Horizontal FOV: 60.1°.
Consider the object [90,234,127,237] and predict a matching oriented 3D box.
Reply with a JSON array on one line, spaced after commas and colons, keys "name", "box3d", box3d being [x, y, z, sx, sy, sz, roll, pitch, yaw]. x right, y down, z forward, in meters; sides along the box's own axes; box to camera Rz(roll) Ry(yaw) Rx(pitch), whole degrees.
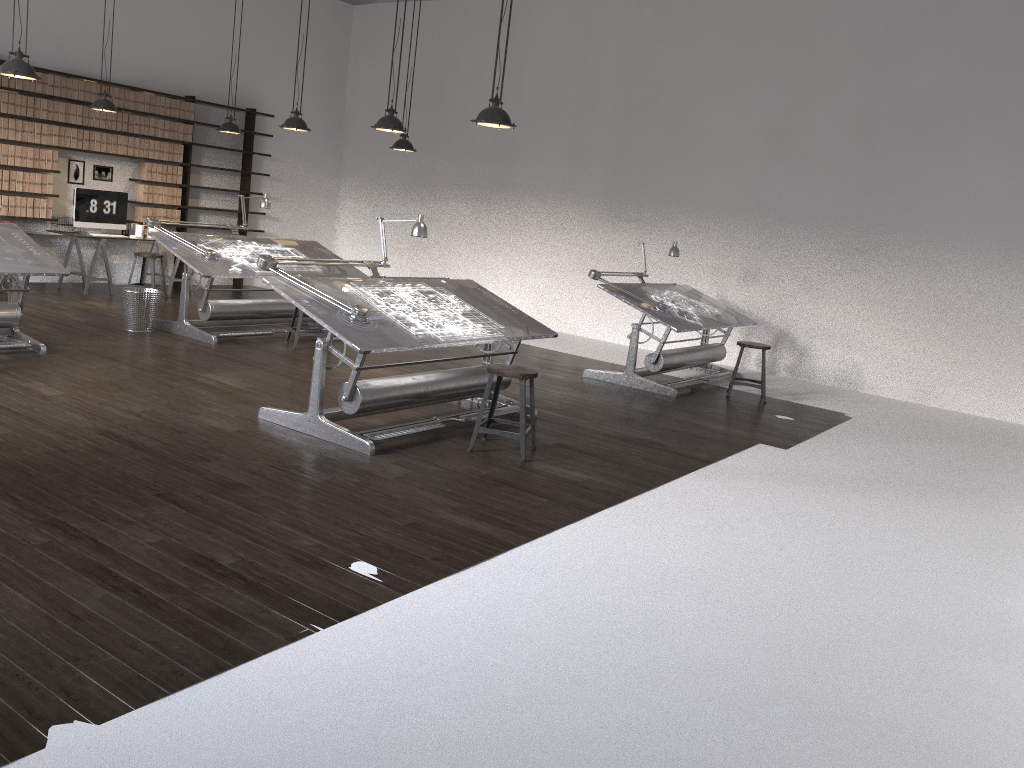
[{"name": "object", "box3d": [-4.679, -1.722, 10.289, 0.119, 0.017, 0.440, 13, 12, 28]}]

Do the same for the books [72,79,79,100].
[{"name": "books", "box3d": [-5.046, -3.372, 10.144, 0.175, 0.224, 0.067, 13, 10, 34]}]

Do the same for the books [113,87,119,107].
[{"name": "books", "box3d": [-4.765, -3.416, 10.549, 0.175, 0.224, 0.067, 13, 10, 33]}]

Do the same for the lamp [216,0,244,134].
[{"name": "lamp", "box3d": [-3.169, -4.043, 10.205, 0.310, 2.237, 0.315, 2, 9, -31]}]

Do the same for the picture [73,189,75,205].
[{"name": "picture", "box3d": [-5.153, -2.240, 10.651, 0.023, 0.182, 0.252, 12, 11, 33]}]

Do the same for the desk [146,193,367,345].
[{"name": "desk", "box3d": [-2.516, -1.210, 8.823, 1.082, 1.376, 2.074, 13, 11, 33]}]

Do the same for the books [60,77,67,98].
[{"name": "books", "box3d": [-5.127, -3.360, 10.030, 0.175, 0.224, 0.067, 13, 10, 33]}]

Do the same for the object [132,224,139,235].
[{"name": "object", "box3d": [-4.601, -1.884, 10.858, 0.097, 0.142, 0.096, 0, 11, -39]}]

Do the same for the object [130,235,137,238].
[{"name": "object", "box3d": [-4.513, -1.760, 10.551, 0.107, 0.028, 0.059, 13, 12, 30]}]

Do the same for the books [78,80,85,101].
[{"name": "books", "box3d": [-5.002, -3.378, 10.201, 0.175, 0.224, 0.067, 13, 10, 34]}]

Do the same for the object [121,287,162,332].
[{"name": "object", "box3d": [-3.422, -0.680, 8.162, 0.353, 0.375, 0.356, 1, 11, -34]}]

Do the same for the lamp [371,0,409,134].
[{"name": "lamp", "box3d": [-0.880, -3.184, 7.158, 0.310, 2.250, 0.315, 2, 9, -31]}]

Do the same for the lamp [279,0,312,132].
[{"name": "lamp", "box3d": [-1.959, -3.554, 8.390, 0.310, 2.237, 0.315, 2, 9, -31]}]

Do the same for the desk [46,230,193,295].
[{"name": "desk", "box3d": [-4.630, -1.445, 10.682, 0.659, 0.664, 1.673, 13, 12, 33]}]

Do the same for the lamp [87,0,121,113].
[{"name": "lamp", "box3d": [-4.052, -3.905, 8.928, 0.310, 2.237, 0.315, 2, 9, -31]}]

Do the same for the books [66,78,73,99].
[{"name": "books", "box3d": [-5.089, -3.367, 10.089, 0.175, 0.224, 0.067, 13, 10, 33]}]

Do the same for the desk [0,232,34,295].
[{"name": "desk", "box3d": [-5.846, -1.255, 8.922, 0.659, 0.664, 1.673, 13, 12, 33]}]

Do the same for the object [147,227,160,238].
[{"name": "object", "box3d": [-4.409, -1.889, 10.899, 0.145, 0.195, 0.145, 8, 9, 6]}]

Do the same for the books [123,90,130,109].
[{"name": "books", "box3d": [-4.688, -3.430, 10.668, 0.175, 0.224, 0.067, 13, 10, 34]}]

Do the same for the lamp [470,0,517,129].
[{"name": "lamp", "box3d": [0.009, -2.808, 5.701, 0.313, 2.237, 0.312, 9, 8, 13]}]

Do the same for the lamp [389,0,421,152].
[{"name": "lamp", "box3d": [-1.077, -3.692, 9.668, 0.313, 2.237, 0.312, 9, 8, 13]}]

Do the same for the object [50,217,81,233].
[{"name": "object", "box3d": [-5.121, -1.827, 10.170, 0.204, 0.159, 0.285, 11, 11, 25]}]

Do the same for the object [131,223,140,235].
[{"name": "object", "box3d": [-4.656, -1.907, 10.943, 0.094, 0.143, 0.095, 0, 11, -39]}]

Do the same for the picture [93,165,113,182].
[{"name": "picture", "box3d": [-4.987, -2.567, 10.794, 0.023, 0.182, 0.252, 12, 11, 33]}]

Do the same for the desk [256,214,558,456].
[{"name": "desk", "box3d": [-0.665, -0.449, 5.982, 1.082, 1.376, 2.074, 13, 11, 33]}]

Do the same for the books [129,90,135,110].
[{"name": "books", "box3d": [-4.644, -3.434, 10.720, 0.175, 0.224, 0.067, 13, 10, 33]}]

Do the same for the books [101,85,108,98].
[{"name": "books", "box3d": [-4.847, -3.403, 10.428, 0.175, 0.224, 0.067, 13, 10, 34]}]

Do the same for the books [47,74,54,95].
[{"name": "books", "box3d": [-5.207, -3.347, 9.912, 0.175, 0.224, 0.067, 13, 10, 33]}]

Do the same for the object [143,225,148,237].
[{"name": "object", "box3d": [-4.513, -1.877, 10.871, 0.068, 0.154, 0.068, 8, 8, 10]}]

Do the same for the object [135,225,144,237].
[{"name": "object", "box3d": [-4.531, -1.861, 10.778, 0.094, 0.143, 0.095, 2, 10, -30]}]

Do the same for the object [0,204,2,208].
[{"name": "object", "box3d": [-5.498, -1.843, 9.477, 0.071, 0.185, 0.008, 5, 8, -14]}]

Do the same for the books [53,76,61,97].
[{"name": "books", "box3d": [-5.164, -3.353, 9.970, 0.175, 0.224, 0.067, 13, 10, 34]}]

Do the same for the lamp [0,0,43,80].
[{"name": "lamp", "box3d": [-3.439, -3.322, 6.250, 0.310, 2.237, 0.315, 1, 10, -35]}]

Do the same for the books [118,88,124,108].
[{"name": "books", "box3d": [-4.728, -3.423, 10.609, 0.175, 0.224, 0.067, 13, 10, 34]}]

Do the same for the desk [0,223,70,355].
[{"name": "desk", "box3d": [-4.421, -0.911, 6.068, 1.082, 1.376, 2.286, 13, 12, 33]}]

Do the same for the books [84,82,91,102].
[{"name": "books", "box3d": [-4.961, -3.385, 10.261, 0.175, 0.224, 0.067, 13, 10, 33]}]

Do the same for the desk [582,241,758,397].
[{"name": "desk", "box3d": [1.621, -0.737, 8.923, 1.082, 1.376, 2.074, 13, 11, 33]}]

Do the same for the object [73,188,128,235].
[{"name": "object", "box3d": [-4.847, -2.019, 10.408, 0.205, 0.514, 0.645, 12, 11, 33]}]

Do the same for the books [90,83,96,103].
[{"name": "books", "box3d": [-4.929, -3.391, 10.315, 0.175, 0.224, 0.067, 13, 10, 34]}]

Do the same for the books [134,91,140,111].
[{"name": "books", "box3d": [-4.610, -3.441, 10.777, 0.175, 0.224, 0.067, 13, 10, 34]}]

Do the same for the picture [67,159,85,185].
[{"name": "picture", "box3d": [-5.181, -2.518, 10.523, 0.022, 0.282, 0.202, 12, 10, 33]}]

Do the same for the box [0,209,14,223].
[{"name": "box", "box3d": [-5.481, -1.771, 9.504, 0.138, 0.206, 0.212, 13, 11, 33]}]

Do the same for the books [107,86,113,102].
[{"name": "books", "box3d": [-4.809, -3.411, 10.493, 0.175, 0.224, 0.067, 13, 10, 33]}]

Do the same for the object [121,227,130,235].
[{"name": "object", "box3d": [-4.709, -1.882, 10.792, 0.092, 0.141, 0.097, 9, 9, 13]}]

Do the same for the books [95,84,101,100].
[{"name": "books", "box3d": [-4.894, -3.397, 10.370, 0.175, 0.224, 0.067, 13, 10, 33]}]

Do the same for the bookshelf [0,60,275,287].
[{"name": "bookshelf", "box3d": [-6.264, -1.872, 8.955, 0.375, 3.183, 9.202, 12, 12, 33]}]
